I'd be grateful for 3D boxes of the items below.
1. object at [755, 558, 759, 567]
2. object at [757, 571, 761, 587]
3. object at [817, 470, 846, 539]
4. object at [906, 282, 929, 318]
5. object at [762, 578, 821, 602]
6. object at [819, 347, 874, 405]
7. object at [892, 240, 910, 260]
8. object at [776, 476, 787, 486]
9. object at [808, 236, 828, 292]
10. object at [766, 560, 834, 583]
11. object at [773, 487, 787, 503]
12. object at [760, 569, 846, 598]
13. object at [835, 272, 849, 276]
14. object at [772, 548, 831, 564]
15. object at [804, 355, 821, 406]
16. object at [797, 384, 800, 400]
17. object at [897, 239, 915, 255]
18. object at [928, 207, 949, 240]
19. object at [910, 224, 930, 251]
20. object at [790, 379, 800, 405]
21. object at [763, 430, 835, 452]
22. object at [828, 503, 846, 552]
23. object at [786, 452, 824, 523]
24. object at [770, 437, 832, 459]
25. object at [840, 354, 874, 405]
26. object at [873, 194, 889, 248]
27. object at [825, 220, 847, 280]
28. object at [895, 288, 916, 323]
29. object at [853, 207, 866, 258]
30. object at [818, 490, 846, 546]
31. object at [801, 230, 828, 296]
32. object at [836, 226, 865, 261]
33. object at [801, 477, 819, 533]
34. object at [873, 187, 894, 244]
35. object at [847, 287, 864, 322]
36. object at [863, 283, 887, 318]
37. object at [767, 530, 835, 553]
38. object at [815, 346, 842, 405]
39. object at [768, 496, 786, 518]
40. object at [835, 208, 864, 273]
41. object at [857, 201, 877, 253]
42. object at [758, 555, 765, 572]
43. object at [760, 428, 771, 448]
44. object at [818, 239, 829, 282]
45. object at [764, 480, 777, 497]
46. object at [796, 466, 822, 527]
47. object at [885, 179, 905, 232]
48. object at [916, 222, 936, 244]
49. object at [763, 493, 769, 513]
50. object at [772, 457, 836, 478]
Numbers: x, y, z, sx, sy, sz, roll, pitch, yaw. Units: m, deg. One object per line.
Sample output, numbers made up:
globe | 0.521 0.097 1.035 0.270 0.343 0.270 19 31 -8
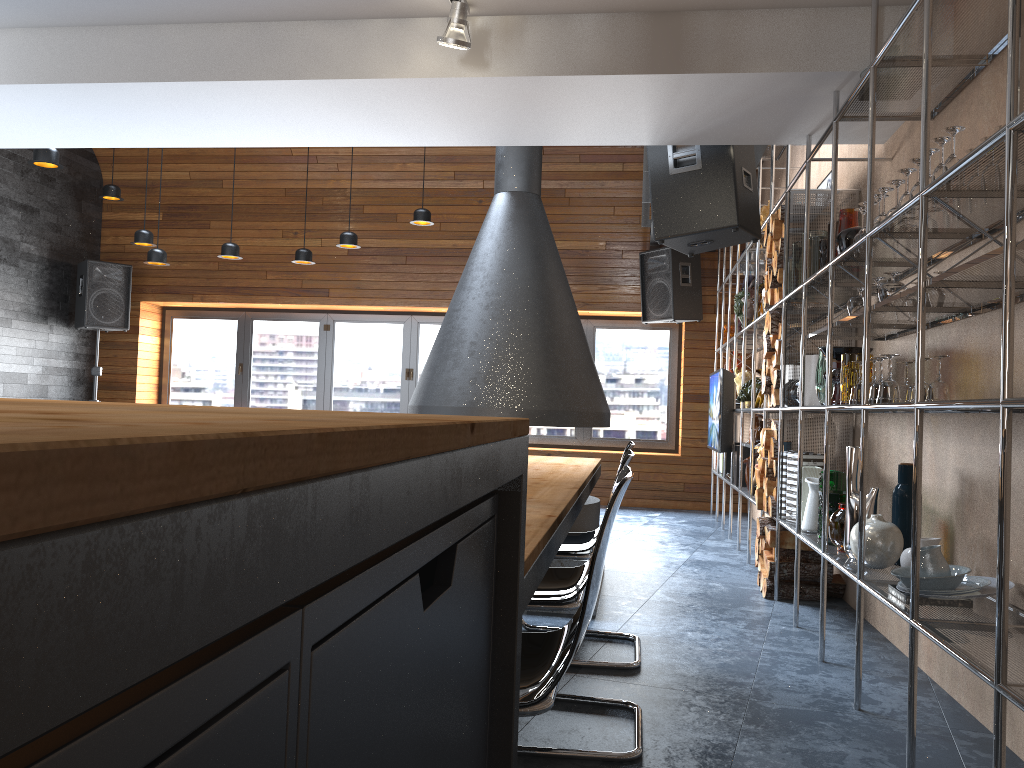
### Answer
object | 1.551 1.021 5.067 0.303 0.088 0.095 2 -2 6
object | 1.530 1.096 4.956 0.303 0.095 0.087 2 -2 8
object | 1.402 0.529 3.875 0.125 0.295 0.129 1 -2 33
object | 1.471 -0.302 3.202 0.092 0.124 0.092 1 -2 34
object | 1.471 1.076 4.625 0.312 0.110 0.103 2 -2 4
object | 1.402 -0.027 3.727 0.218 0.244 0.216 2 -2 -2
object | 1.495 -0.569 3.395 0.070 0.184 0.071 3 -2 -16
object | 1.552 0.501 4.686 0.286 0.143 0.143 2 -2 8
object | 1.492 -0.581 4.295 0.113 0.253 0.112 2 -2 8
object | 1.497 0.976 4.619 0.321 0.109 0.110 2 -2 9
object | 1.524 0.578 4.628 0.303 0.088 0.095 2 -2 6
object | 1.547 1.072 4.716 0.428 0.131 0.154 2 -2 8
object | 1.420 -0.524 3.826 0.108 0.109 0.109 1 -2 34
object | 1.522 0.871 4.660 0.288 0.135 0.109 2 -2 12
object | 1.458 -0.011 4.146 0.175 0.241 0.165 1 -2 44
object | 1.470 0.038 4.331 0.151 0.154 0.151 2 -2 11
object | 1.468 -0.573 3.292 0.070 0.184 0.071 3 -2 -16
object | 1.440 -0.582 2.995 0.070 0.184 0.071 3 -2 -16
object | 1.471 -0.576 3.192 0.070 0.184 0.071 3 -2 -16
object | 1.494 0.048 4.505 0.150 0.146 0.148 2 -2 -12
object | 1.537 0.310 4.759 0.362 0.115 0.098 2 -2 7
object | 1.337 0.571 3.532 0.145 0.188 0.145 2 -2 0
object | 1.474 0.522 4.465 0.140 0.347 0.139 2 -2 -12
object | 1.516 0.337 4.659 0.299 0.114 0.135 2 -2 6
object | 1.373 -0.014 3.532 0.120 0.206 0.120 3 -2 -35
object | 1.314 -0.582 3.181 0.070 0.184 0.071 3 -2 -16
object | 1.438 -0.599 3.933 0.092 0.268 0.092 1 -2 31
object | 1.492 -0.297 3.353 0.092 0.124 0.092 1 -2 34
object | 1.339 -0.575 3.384 0.070 0.184 0.071 3 -2 -16
object | 1.369 0.561 3.695 0.161 0.219 0.157 3 -2 -36
object | 1.518 -0.605 4.454 0.122 0.313 0.122 1 -2 28
object | 1.379 -0.553 3.556 0.148 0.149 0.149 3 -2 -39
object | 1.424 0.560 4.082 0.171 0.245 0.146 1 -2 38
object | 1.292 -0.585 3.087 0.070 0.184 0.071 3 -2 -16
object | 1.327 -0.303 3.381 0.092 0.124 0.092 1 -2 34
object | 1.338 -0.306 3.255 0.092 0.124 0.092 1 -2 34
object | 1.505 0.816 4.628 0.331 0.105 0.105 2 -2 5
object | 1.418 -0.031 3.923 0.144 0.264 0.142 1 -2 38
object | 1.500 0.646 4.650 0.287 0.112 0.126 2 -2 8
object | 1.405 -0.600 3.705 0.126 0.255 0.127 3 -2 -39
object | 1.319 -0.579 3.290 0.070 0.184 0.071 3 -2 -16
object | 1.541 1.006 4.918 0.330 0.098 0.103 2 -2 5
object | 1.570 0.314 5.034 0.299 0.119 0.151 2 -2 10
object | 1.456 -0.567 4.131 0.058 0.215 0.077 1 -2 34
object | 1.534 0.572 4.777 0.330 0.098 0.103 2 -2 5
object | 1.432 0.543 4.277 0.092 0.287 0.148 2 -2 8
object | 1.294 -0.588 2.983 0.070 0.184 0.071 3 -2 -16
object | 1.446 -0.580 3.089 0.070 0.184 0.071 3 -2 -16
object | 1.533 0.650 4.846 0.299 0.114 0.135 2 -2 6
object | 1.527 0.436 4.639 0.309 0.121 0.111 2 -2 7
